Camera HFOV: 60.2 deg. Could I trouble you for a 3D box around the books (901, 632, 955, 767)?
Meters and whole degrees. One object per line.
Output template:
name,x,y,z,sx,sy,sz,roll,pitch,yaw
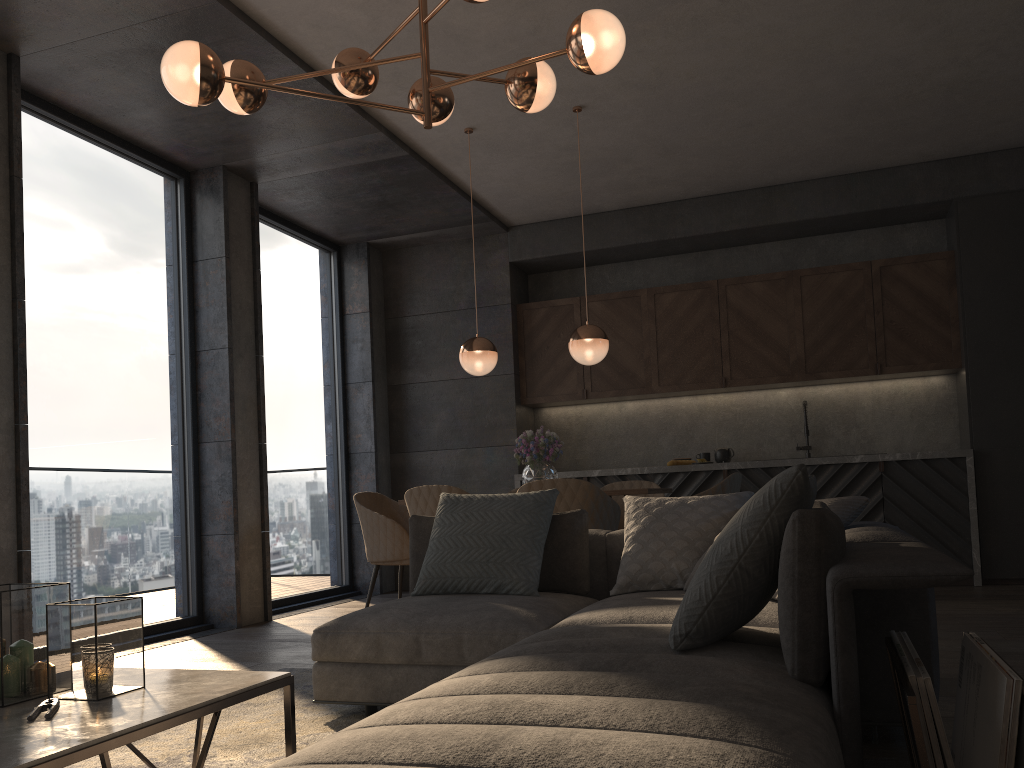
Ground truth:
books,0.925,0.762,1.930,0.079,0.351,0.570,-3,-6,19

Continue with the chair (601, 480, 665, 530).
chair,0.725,1.033,5.642,0.556,0.832,0.512,-4,-4,19

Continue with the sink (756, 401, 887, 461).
sink,2.349,0.384,6.819,0.964,0.544,0.463,-5,-5,19

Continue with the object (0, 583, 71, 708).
object,-1.209,0.617,2.113,0.200,0.260,0.197,-4,-5,19

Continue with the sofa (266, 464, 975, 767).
sofa,0.129,0.657,2.431,2.027,0.779,2.927,-5,-8,19

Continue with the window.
window,-2.661,-0.097,4.163,0.199,2.981,7.305,-3,-7,19

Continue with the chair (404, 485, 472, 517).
chair,-0.284,0.966,4.799,0.557,0.832,0.511,-5,-4,29

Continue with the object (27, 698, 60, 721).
object,-1.016,0.708,1.926,0.046,0.012,0.182,0,-8,-19

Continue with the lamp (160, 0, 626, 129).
lamp,-0.411,-1.363,3.204,1.463,1.033,1.022,-2,-5,-4

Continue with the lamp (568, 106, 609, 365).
lamp,0.423,-0.878,5.232,0.239,1.537,0.240,-2,-3,-5

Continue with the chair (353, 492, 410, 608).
chair,-0.691,1.084,5.550,0.511,0.832,0.557,-4,-4,24

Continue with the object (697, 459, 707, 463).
object,1.508,0.614,6.990,0.120,0.045,0.117,-6,-8,24

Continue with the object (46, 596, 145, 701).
object,-0.991,0.626,2.106,0.149,0.219,0.150,-4,-4,19

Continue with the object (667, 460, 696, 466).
object,1.365,0.636,7.070,0.301,0.054,0.071,2,-7,-29

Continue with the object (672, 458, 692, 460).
object,1.387,0.641,7.218,0.157,0.067,0.117,-3,-6,4

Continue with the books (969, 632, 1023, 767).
books,1.010,0.752,1.891,0.064,0.353,0.570,-3,-6,19

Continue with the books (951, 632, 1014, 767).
books,1.001,0.754,1.902,0.064,0.353,0.570,-3,-6,19

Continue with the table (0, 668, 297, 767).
table,-1.148,0.882,1.982,0.932,0.307,0.935,-5,-8,19

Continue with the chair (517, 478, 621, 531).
chair,0.293,0.913,4.598,0.556,0.832,0.512,-4,-4,14

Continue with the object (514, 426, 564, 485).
object,0.168,0.454,5.289,0.298,0.407,0.330,-2,-5,-10

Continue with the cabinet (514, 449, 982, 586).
cabinet,1.736,1.106,6.978,3.399,0.946,0.603,-5,-5,20

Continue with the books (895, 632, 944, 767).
books,0.907,0.763,1.937,0.068,0.352,0.570,-3,-6,19

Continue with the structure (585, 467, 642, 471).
structure,0.938,0.712,7.290,0.611,0.017,0.507,-5,-8,19

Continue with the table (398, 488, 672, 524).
table,0.173,1.037,5.240,1.469,0.765,0.772,-5,-5,19

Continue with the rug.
rug,-0.771,1.066,2.296,1.733,0.020,3.161,-5,-8,19

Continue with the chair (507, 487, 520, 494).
chair,0.121,1.092,5.881,0.556,0.832,0.512,-4,-4,14

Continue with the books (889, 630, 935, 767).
books,0.894,0.764,1.945,0.062,0.353,0.570,-3,-6,19

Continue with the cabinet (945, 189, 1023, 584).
cabinet,3.747,-0.022,5.965,1.189,2.742,1.207,-4,-3,19

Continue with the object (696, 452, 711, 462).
object,1.556,0.609,7.152,0.112,0.103,0.091,2,-6,-38

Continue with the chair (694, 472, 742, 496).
chair,1.027,0.922,4.909,0.511,0.832,0.557,-4,-4,24

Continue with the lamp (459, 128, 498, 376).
lamp,-0.236,-0.817,5.466,0.239,1.537,0.239,-4,-3,25

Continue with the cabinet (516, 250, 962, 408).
cabinet,1.708,-0.381,7.150,3.399,0.862,0.370,-5,-4,20

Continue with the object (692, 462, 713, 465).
object,1.509,0.632,6.990,0.170,0.020,0.171,5,-11,-44

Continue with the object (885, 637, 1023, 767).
object,0.929,0.761,1.850,0.216,0.349,0.671,-4,-7,19

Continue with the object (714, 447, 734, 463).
object,1.699,0.579,7.098,0.136,0.136,0.153,-2,-5,-8
